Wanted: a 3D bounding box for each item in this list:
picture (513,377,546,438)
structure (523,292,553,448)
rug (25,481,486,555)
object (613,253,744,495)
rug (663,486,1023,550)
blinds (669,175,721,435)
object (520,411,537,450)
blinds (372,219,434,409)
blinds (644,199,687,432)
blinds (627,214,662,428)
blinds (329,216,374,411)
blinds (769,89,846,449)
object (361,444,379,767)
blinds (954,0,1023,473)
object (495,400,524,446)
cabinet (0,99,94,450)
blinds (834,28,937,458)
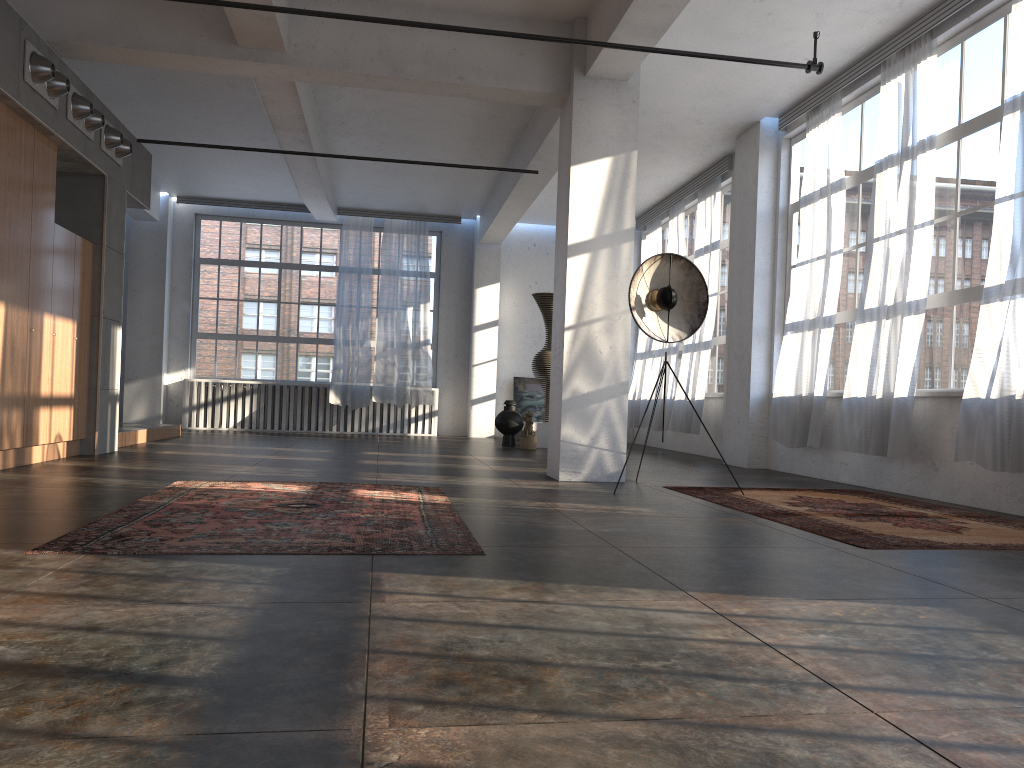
[{"bbox_3d":[0.714,0.460,16.386,1.444,1.142,0.302,2,0,-13],"label":"picture"},{"bbox_3d":[0.587,-0.188,13.480,0.682,2.326,0.744,2,0,-9],"label":"structure"},{"bbox_3d":[-1.239,0.703,5.020,1.868,0.029,2.863,2,-1,-9],"label":"rug"},{"bbox_3d":[1.224,-0.099,7.277,1.064,1.919,1.171,2,0,-9],"label":"object"},{"bbox_3d":[2.374,0.864,6.017,1.829,0.009,3.105,2,-1,-10],"label":"rug"},{"bbox_3d":[2.596,-1.137,12.290,0.364,3.674,1.024,2,0,-10],"label":"blinds"},{"bbox_3d":[0.236,0.688,12.548,0.236,0.600,0.223,2,0,18],"label":"object"},{"bbox_3d":[-1.842,-1.319,15.471,1.065,3.501,0.992,2,0,-9],"label":"blinds"},{"bbox_3d":[2.409,-1.117,13.608,0.317,3.713,1.017,2,0,-10],"label":"blinds"},{"bbox_3d":[2.223,-1.109,14.776,0.342,3.697,1.026,2,0,-12],"label":"blinds"},{"bbox_3d":[-2.757,-1.317,15.438,0.697,3.559,0.870,2,0,-10],"label":"blinds"},{"bbox_3d":[3.072,-1.188,9.084,0.317,3.713,1.017,2,0,-10],"label":"blinds"},{"bbox_3d":[-9.918,0.543,4.501,27.411,0.001,19.597,2,-1,-10],"label":"object"},{"bbox_3d":[3.505,-1.247,5.934,0.342,3.697,1.026,2,0,-12],"label":"blinds"},{"bbox_3d":[-0.040,0.592,13.371,0.433,0.693,0.452,2,-1,45],"label":"object"},{"bbox_3d":[-7.924,-0.932,6.772,8.169,2.562,2.361,2,-1,-11],"label":"cabinet"},{"bbox_3d":[3.264,-1.210,7.604,0.364,3.674,1.024,2,0,-10],"label":"blinds"}]
